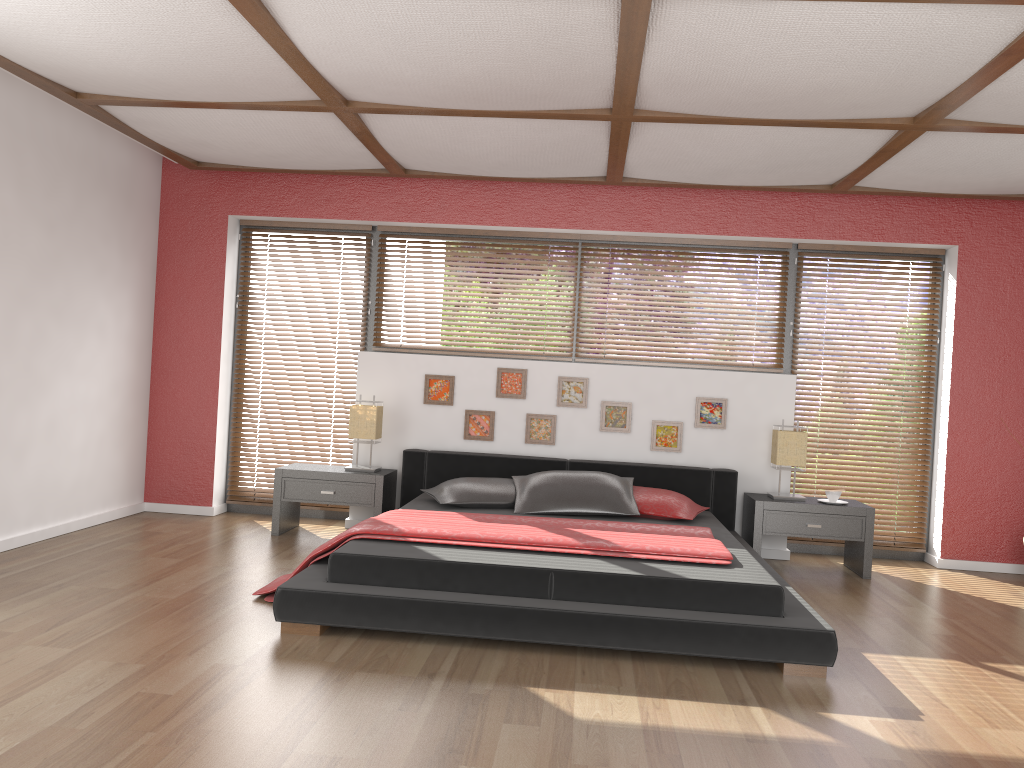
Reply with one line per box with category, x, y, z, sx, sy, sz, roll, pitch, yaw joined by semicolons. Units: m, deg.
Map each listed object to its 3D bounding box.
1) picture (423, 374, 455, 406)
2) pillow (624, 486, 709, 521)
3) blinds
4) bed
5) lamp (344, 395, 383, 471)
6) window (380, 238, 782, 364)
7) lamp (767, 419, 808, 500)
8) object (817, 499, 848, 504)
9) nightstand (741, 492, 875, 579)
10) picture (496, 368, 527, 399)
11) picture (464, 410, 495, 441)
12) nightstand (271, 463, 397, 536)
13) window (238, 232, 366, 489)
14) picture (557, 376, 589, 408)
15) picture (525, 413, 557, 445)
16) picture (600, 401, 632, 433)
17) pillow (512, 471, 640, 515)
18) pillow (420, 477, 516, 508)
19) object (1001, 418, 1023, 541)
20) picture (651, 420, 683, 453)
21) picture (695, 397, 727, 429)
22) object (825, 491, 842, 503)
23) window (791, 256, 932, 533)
picture;-0.489;0.040;5.944;0.200;0.200;0.010;3;0;5
pillow;0.771;0.707;5.306;0.745;0.172;0.418;3;0;24
blinds;0.419;-0.009;6.153;4.840;1.952;0.032;3;0;5
bed;0.114;0.762;4.642;2.469;0.577;2.413;3;0;5
lamp;-0.955;0.311;5.778;0.200;0.480;0.200;3;0;5
window;0.461;-0.586;6.218;2.817;0.786;0.020;3;0;5
lamp;1.729;0.464;5.547;0.200;0.480;0.200;3;0;5
object;1.964;0.723;5.431;0.179;0.012;0.179;3;0;30
nightstand;1.818;0.932;5.499;0.700;0.423;0.413;3;0;5
picture;-0.003;-0.004;5.902;0.200;0.200;0.010;3;0;5
picture;-0.218;0.277;5.920;0.200;0.200;0.010;3;0;5
nightstand;-1.143;0.763;5.754;0.700;0.423;0.413;3;0;5
window;-1.512;-0.155;6.387;0.889;1.893;0.020;3;0;5
picture;0.401;0.054;5.867;0.200;0.200;0.010;3;0;5
picture;0.190;0.301;5.885;0.200;0.200;0.010;3;0;5
picture;0.684;0.217;5.843;0.200;0.200;0.010;3;0;5
pillow;0.365;0.633;5.201;0.744;0.241;0.386;3;0;0
pillow;-0.140;0.656;5.331;0.745;0.172;0.418;3;0;-20
object;3.103;0.699;5.268;0.422;1.035;0.364;3;0;-20
picture;1.015;0.343;5.814;0.200;0.200;0.010;3;0;5
picture;1.299;0.190;5.790;0.200;0.200;0.010;3;0;5
object;1.966;0.690;5.431;0.099;0.069;0.099;3;0;30
window;2.369;0.066;6.053;0.889;1.893;0.020;3;0;5
